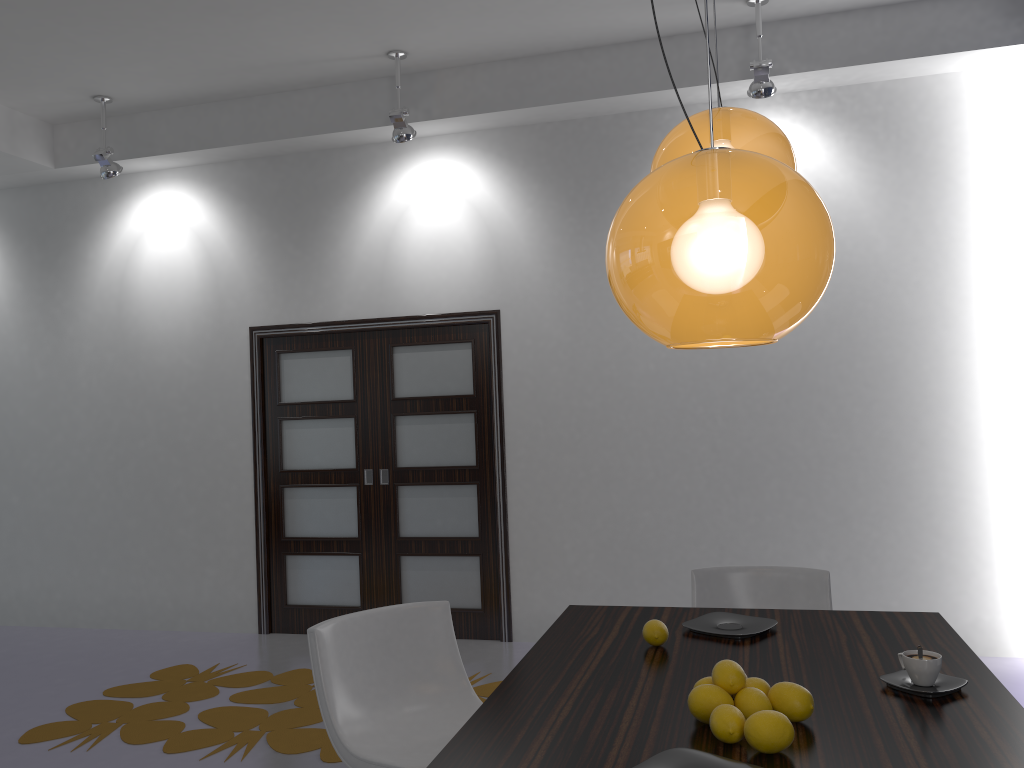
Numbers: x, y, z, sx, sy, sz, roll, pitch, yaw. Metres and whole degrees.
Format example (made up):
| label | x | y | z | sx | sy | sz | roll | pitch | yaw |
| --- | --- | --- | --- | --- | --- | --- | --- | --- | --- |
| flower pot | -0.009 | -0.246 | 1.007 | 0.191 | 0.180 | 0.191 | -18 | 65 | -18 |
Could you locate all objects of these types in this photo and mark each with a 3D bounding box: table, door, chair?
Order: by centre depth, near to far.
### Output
| label | x | y | z | sx | sy | sz | roll | pitch | yaw |
| --- | --- | --- | --- | --- | --- | --- | --- | --- | --- |
| table | 0.482 | 1.079 | 1.793 | 1.127 | 0.783 | 2.046 | -3 | -2 | 15 |
| chair | -0.266 | 1.121 | 2.671 | 0.508 | 0.805 | 0.620 | -1 | -2 | -40 |
| chair | 0.889 | 1.089 | 3.119 | 0.508 | 0.805 | 0.620 | -3 | -2 | 15 |
| door | -0.860 | 0.605 | 5.837 | 1.764 | 2.061 | 0.220 | -3 | -2 | 15 |

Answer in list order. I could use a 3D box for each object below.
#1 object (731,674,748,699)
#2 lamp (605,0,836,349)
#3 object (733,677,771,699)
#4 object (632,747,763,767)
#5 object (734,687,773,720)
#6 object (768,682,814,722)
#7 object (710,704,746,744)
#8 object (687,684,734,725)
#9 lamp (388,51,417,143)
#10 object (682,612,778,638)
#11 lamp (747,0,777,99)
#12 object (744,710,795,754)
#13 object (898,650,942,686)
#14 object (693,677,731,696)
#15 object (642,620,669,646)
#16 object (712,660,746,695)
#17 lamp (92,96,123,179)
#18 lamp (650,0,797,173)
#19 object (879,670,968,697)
| label | x | y | z | sx | sy | sz | roll | pitch | yaw |
| --- | --- | --- | --- | --- | --- | --- | --- | --- | --- |
| object | 0.486 | 0.657 | 1.952 | 0.070 | 0.068 | 0.083 | -3 | -2 | 19 |
| lamp | 0.298 | -1.048 | 1.451 | 0.358 | 1.974 | 0.359 | -3 | -2 | 20 |
| object | 0.507 | 0.654 | 1.866 | 0.083 | 0.068 | 0.070 | -2 | -2 | -16 |
| object | 0.312 | 0.678 | 1.504 | 0.232 | 0.020 | 0.232 | -4 | -2 | 43 |
| object | 0.486 | 0.651 | 1.786 | 0.069 | 0.071 | 0.081 | -2 | -2 | -8 |
| object | 0.566 | 0.646 | 1.800 | 0.079 | 0.077 | 0.094 | -1 | -2 | -31 |
| object | 0.415 | 0.653 | 1.703 | 0.070 | 0.068 | 0.083 | -3 | -2 | 19 |
| object | 0.404 | 0.650 | 1.799 | 0.094 | 0.080 | 0.076 | -3 | -2 | 16 |
| lamp | -0.643 | -1.640 | 5.117 | 0.150 | 0.511 | 0.185 | -3 | -2 | 15 |
| object | 0.625 | 0.695 | 2.549 | 0.232 | 0.020 | 0.232 | -4 | -2 | 43 |
| lamp | 1.287 | -1.729 | 4.601 | 0.150 | 0.511 | 0.185 | -3 | -2 | 15 |
| object | 0.476 | 0.645 | 1.644 | 0.094 | 0.077 | 0.079 | -2 | -2 | -11 |
| object | 0.908 | 0.637 | 1.984 | 0.101 | 0.064 | 0.081 | -4 | -2 | 40 |
| object | 0.425 | 0.658 | 1.887 | 0.083 | 0.068 | 0.070 | -2 | -2 | -16 |
| object | 0.389 | 0.674 | 2.399 | 0.070 | 0.068 | 0.083 | -3 | -2 | 19 |
| object | 0.451 | 0.610 | 1.842 | 0.070 | 0.068 | 0.083 | -3 | -2 | 19 |
| lamp | -2.573 | -1.551 | 5.633 | 0.150 | 0.511 | 0.185 | -3 | -2 | 15 |
| lamp | 0.502 | -1.198 | 2.248 | 0.359 | 1.645 | 0.358 | -3 | -2 | 26 |
| object | 0.917 | 0.668 | 1.977 | 0.154 | 0.020 | 0.154 | -1 | -2 | -30 |
